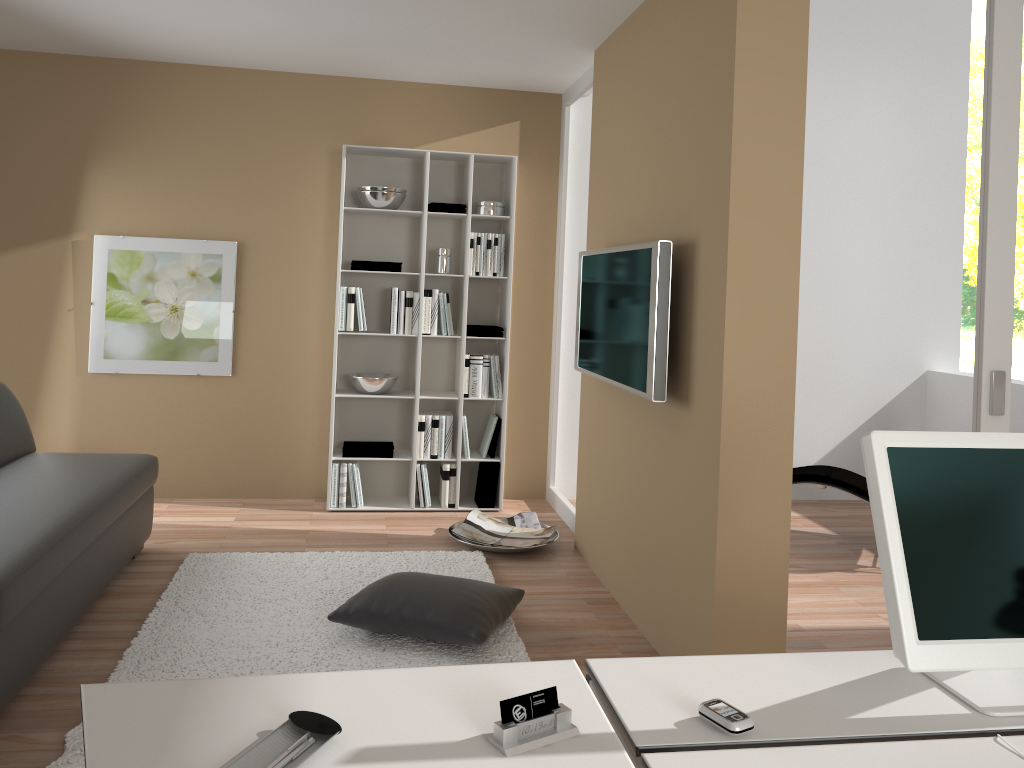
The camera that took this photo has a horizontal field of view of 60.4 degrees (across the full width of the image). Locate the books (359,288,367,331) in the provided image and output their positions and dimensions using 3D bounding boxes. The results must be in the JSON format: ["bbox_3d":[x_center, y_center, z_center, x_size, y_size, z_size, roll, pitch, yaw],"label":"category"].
[{"bbox_3d":[-0.895,-0.452,5.297,0.058,0.258,0.208,3,2,-10],"label":"books"}]

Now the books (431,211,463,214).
[{"bbox_3d":[-0.418,-1.042,5.416,0.210,0.007,0.299,1,6,-15],"label":"books"}]

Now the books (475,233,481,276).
[{"bbox_3d":[-0.220,-0.793,5.401,0.020,0.258,0.208,3,2,-10],"label":"books"}]

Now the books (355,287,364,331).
[{"bbox_3d":[-0.916,-0.451,5.282,0.060,0.260,0.208,3,2,-9],"label":"books"}]

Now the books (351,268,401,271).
[{"bbox_3d":[-0.822,-0.693,5.319,0.297,0.006,0.211,1,6,-10],"label":"books"}]

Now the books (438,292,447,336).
[{"bbox_3d":[-0.430,-0.430,5.378,0.060,0.260,0.208,3,2,-10],"label":"books"}]

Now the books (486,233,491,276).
[{"bbox_3d":[-0.156,-0.791,5.408,0.020,0.258,0.208,3,2,-10],"label":"books"}]

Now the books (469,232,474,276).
[{"bbox_3d":[-0.261,-0.793,5.390,0.020,0.258,0.208,3,2,-10],"label":"books"}]

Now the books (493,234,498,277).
[{"bbox_3d":[-0.114,-0.790,5.419,0.020,0.258,0.208,3,2,-10],"label":"books"}]

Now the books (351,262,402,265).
[{"bbox_3d":[-0.821,-0.727,5.323,0.297,0.008,0.211,1,6,-10],"label":"books"}]

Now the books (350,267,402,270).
[{"bbox_3d":[-0.824,-0.699,5.319,0.297,0.007,0.211,1,6,-11],"label":"books"}]

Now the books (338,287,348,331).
[{"bbox_3d":[-1.011,-0.454,5.269,0.040,0.258,0.208,3,2,-9],"label":"books"}]

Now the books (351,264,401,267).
[{"bbox_3d":[-0.821,-0.715,5.318,0.297,0.006,0.211,2,6,-8],"label":"books"}]

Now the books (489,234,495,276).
[{"bbox_3d":[-0.136,-0.791,5.418,0.020,0.258,0.208,3,2,-10],"label":"books"}]

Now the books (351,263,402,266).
[{"bbox_3d":[-0.821,-0.721,5.323,0.297,0.008,0.211,1,6,-10],"label":"books"}]

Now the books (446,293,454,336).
[{"bbox_3d":[-0.389,-0.431,5.397,0.058,0.258,0.208,3,2,-10],"label":"books"}]

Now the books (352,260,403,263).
[{"bbox_3d":[-0.816,-0.737,5.320,0.297,0.006,0.211,1,6,-10],"label":"books"}]

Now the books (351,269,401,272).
[{"bbox_3d":[-0.823,-0.682,5.317,0.297,0.007,0.211,1,6,-10],"label":"books"}]

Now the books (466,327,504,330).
[{"bbox_3d":[-0.177,-0.345,5.449,0.210,0.008,0.299,1,6,-10],"label":"books"}]

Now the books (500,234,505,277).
[{"bbox_3d":[-0.073,-0.789,5.427,0.020,0.258,0.208,3,2,-10],"label":"books"}]

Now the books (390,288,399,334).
[{"bbox_3d":[-0.712,-0.446,5.323,0.040,0.276,0.208,3,2,-9],"label":"books"}]

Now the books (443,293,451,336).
[{"bbox_3d":[-0.404,-0.427,5.378,0.058,0.258,0.208,3,2,-9],"label":"books"}]

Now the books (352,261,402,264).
[{"bbox_3d":[-0.817,-0.732,5.319,0.297,0.007,0.211,1,6,-10],"label":"books"}]

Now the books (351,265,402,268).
[{"bbox_3d":[-0.820,-0.710,5.319,0.297,0.006,0.211,1,6,-10],"label":"books"}]

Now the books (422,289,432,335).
[{"bbox_3d":[-0.525,-0.440,5.365,0.053,0.272,0.208,3,2,-10],"label":"books"}]

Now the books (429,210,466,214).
[{"bbox_3d":[-0.417,-1.047,5.415,0.210,0.006,0.299,1,6,-15],"label":"books"}]

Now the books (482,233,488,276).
[{"bbox_3d":[-0.178,-0.792,5.409,0.020,0.258,0.208,3,2,-10],"label":"books"}]

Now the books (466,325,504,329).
[{"bbox_3d":[-0.179,-0.355,5.445,0.210,0.006,0.299,1,6,-10],"label":"books"}]

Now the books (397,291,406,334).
[{"bbox_3d":[-0.671,-0.436,5.329,0.040,0.258,0.208,3,2,-10],"label":"books"}]

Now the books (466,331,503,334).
[{"bbox_3d":[-0.181,-0.323,5.447,0.210,0.006,0.299,1,6,-10],"label":"books"}]

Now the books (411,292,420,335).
[{"bbox_3d":[-0.589,-0.431,5.345,0.040,0.252,0.208,3,2,-10],"label":"books"}]

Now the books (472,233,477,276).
[{"bbox_3d":[-0.241,-0.794,5.400,0.020,0.258,0.208,3,2,-10],"label":"books"}]

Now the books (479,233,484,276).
[{"bbox_3d":[-0.199,-0.792,5.406,0.020,0.258,0.208,3,2,-10],"label":"books"}]

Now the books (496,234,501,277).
[{"bbox_3d":[-0.094,-0.790,5.424,0.020,0.258,0.208,3,2,-10],"label":"books"}]

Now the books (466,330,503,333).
[{"bbox_3d":[-0.181,-0.328,5.447,0.210,0.006,0.299,1,6,-10],"label":"books"}]

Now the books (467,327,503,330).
[{"bbox_3d":[-0.181,-0.350,5.445,0.210,0.007,0.299,1,6,-10],"label":"books"}]

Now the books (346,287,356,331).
[{"bbox_3d":[-0.964,-0.452,5.272,0.040,0.258,0.208,3,2,-10],"label":"books"}]

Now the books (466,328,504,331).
[{"bbox_3d":[-0.177,-0.340,5.449,0.210,0.008,0.299,1,6,-10],"label":"books"}]

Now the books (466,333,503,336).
[{"bbox_3d":[-0.182,-0.312,5.448,0.210,0.006,0.299,1,6,-10],"label":"books"}]

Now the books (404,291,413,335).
[{"bbox_3d":[-0.629,-0.434,5.331,0.040,0.258,0.208,3,2,-10],"label":"books"}]

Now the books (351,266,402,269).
[{"bbox_3d":[-0.820,-0.704,5.319,0.297,0.006,0.211,1,6,-10],"label":"books"}]

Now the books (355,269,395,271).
[{"bbox_3d":[-0.822,-0.687,5.319,0.297,0.006,0.211,1,6,-10],"label":"books"}]

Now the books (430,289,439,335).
[{"bbox_3d":[-0.478,-0.441,5.374,0.040,0.276,0.208,3,2,-10],"label":"books"}]
